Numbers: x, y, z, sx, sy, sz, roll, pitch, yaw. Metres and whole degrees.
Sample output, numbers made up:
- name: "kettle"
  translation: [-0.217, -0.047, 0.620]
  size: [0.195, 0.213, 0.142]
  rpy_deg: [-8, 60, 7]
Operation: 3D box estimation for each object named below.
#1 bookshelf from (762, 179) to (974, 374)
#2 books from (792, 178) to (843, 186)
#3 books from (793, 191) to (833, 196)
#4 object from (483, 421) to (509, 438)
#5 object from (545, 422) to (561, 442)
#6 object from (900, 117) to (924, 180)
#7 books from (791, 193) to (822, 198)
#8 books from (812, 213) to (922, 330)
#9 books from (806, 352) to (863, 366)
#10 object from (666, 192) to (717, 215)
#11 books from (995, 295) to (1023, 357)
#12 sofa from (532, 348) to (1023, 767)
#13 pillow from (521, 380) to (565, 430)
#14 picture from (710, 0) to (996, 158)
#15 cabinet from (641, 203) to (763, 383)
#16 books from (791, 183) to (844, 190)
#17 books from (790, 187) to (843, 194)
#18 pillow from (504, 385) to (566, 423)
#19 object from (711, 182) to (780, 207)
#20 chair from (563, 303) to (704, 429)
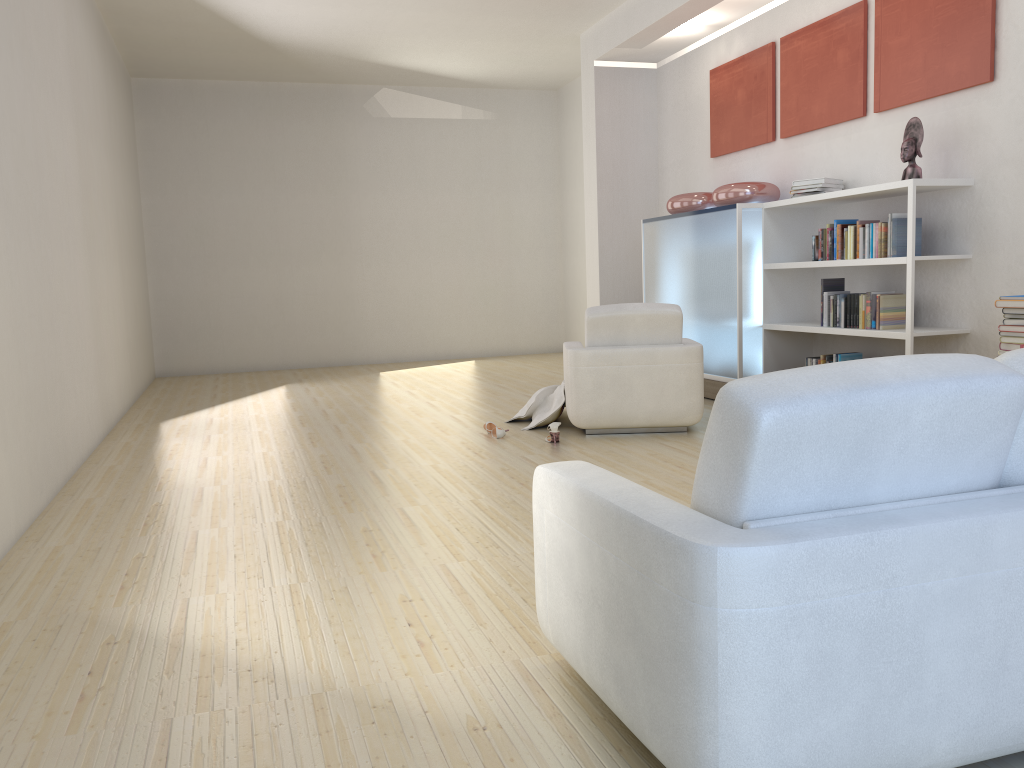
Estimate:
- name: "bookshelf"
  translation: [2.415, -0.638, 6.235]
  size: [0.465, 1.396, 1.599]
  rpy_deg: [-4, 7, -17]
- name: "books"
  translation: [2.258, -1.482, 6.546]
  size: [0.247, 0.038, 0.319]
  rpy_deg: [4, 9, 43]
- name: "books"
  translation: [2.266, -1.402, 6.560]
  size: [0.287, 0.018, 0.247]
  rpy_deg: [-8, 9, -43]
- name: "object"
  translation: [-0.095, 0.308, 6.007]
  size: [0.121, 0.091, 0.287]
  rpy_deg: [-4, 7, -18]
- name: "object"
  translation: [0.262, 0.301, 5.643]
  size: [0.089, 0.149, 0.265]
  rpy_deg: [-3, 7, -4]
- name: "object"
  translation: [2.532, -1.479, 5.609]
  size: [0.138, 0.409, 0.133]
  rpy_deg: [2, 8, 29]
- name: "books"
  translation: [2.262, -1.384, 6.558]
  size: [0.328, 0.018, 0.247]
  rpy_deg: [-8, 9, -42]
- name: "books"
  translation: [2.381, -0.753, 6.020]
  size: [0.215, 0.743, 0.831]
  rpy_deg: [-4, 7, -17]
- name: "books"
  translation: [2.398, -0.055, 6.068]
  size: [0.274, 0.281, 1.125]
  rpy_deg: [-3, 7, -10]
- name: "object"
  translation: [1.674, -1.628, 8.028]
  size: [0.534, 0.206, 0.546]
  rpy_deg: [-6, 8, -30]
- name: "books"
  translation: [2.785, -0.128, 4.783]
  size: [0.329, 0.694, 0.270]
  rpy_deg: [-4, 7, -17]
- name: "sofa"
  translation: [1.218, 0.306, 2.269]
  size: [2.166, 0.862, 0.941]
  rpy_deg: [-4, 7, -17]
- name: "pillow"
  translation: [0.260, 0.137, 6.415]
  size: [0.312, 0.315, 0.615]
  rpy_deg: [-1, 7, 10]
- name: "picture"
  translation: [2.346, -2.353, 6.745]
  size: [0.030, 0.794, 3.227]
  rpy_deg: [-4, 7, -17]
- name: "cabinet"
  translation: [1.822, -0.793, 7.735]
  size: [0.689, 1.396, 1.670]
  rpy_deg: [-4, 7, -17]
- name: "books"
  translation: [2.260, -1.450, 6.550]
  size: [0.328, 0.027, 0.247]
  rpy_deg: [-8, 9, -42]
- name: "books"
  translation: [2.244, -1.421, 6.543]
  size: [0.287, 0.025, 0.247]
  rpy_deg: [-6, 8, -33]
- name: "pillow"
  translation: [0.252, 0.137, 6.708]
  size: [0.299, 0.287, 0.712]
  rpy_deg: [3, 8, 35]
- name: "object"
  translation: [1.913, -1.547, 7.265]
  size: [0.546, 0.206, 0.534]
  rpy_deg: [0, 7, 19]
- name: "chair"
  translation: [0.824, -0.158, 6.183]
  size: [0.919, 0.828, 0.941]
  rpy_deg: [-2, 7, 3]
